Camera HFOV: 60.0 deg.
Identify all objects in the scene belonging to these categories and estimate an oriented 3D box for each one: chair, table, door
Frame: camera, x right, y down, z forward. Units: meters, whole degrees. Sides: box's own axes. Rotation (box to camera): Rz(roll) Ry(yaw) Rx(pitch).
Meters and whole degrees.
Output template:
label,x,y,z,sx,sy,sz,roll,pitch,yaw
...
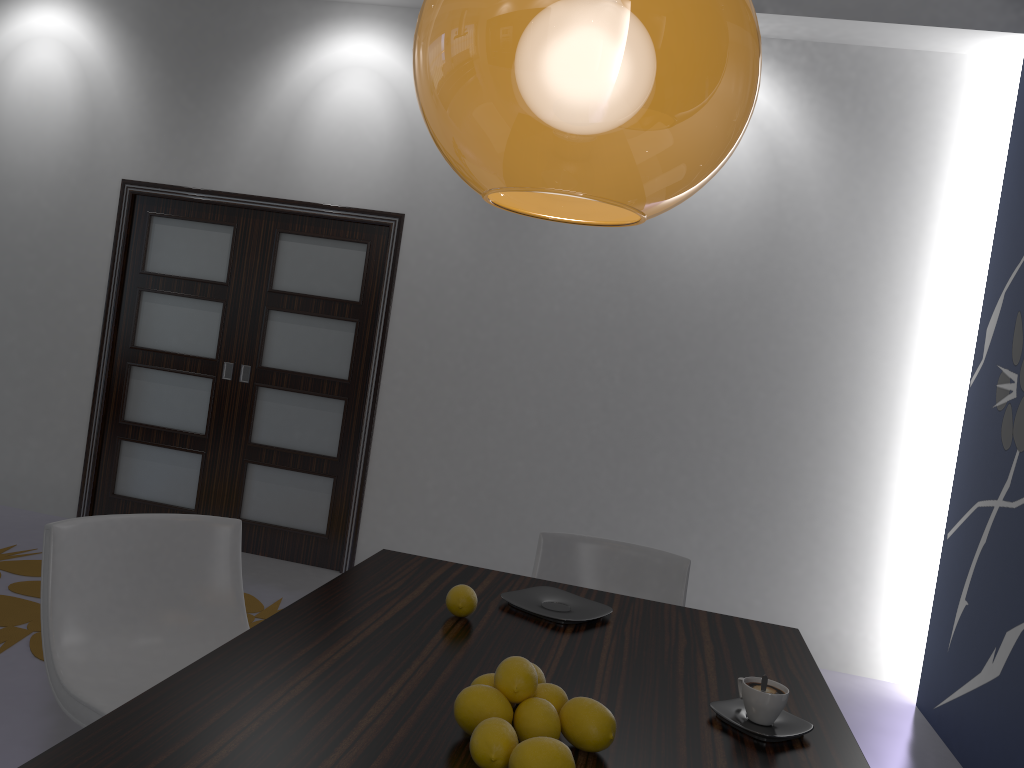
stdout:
label,x,y,z,sx,sy,sz,roll,pitch,yaw
chair,-0.857,0.777,2.185,0.508,0.805,0.620,7,3,-45
chair,0.244,0.924,2.734,0.508,0.805,0.620,9,2,10
table,-0.047,0.936,1.378,1.127,0.783,2.046,9,2,10
door,-1.593,-0.068,5.249,1.764,2.061,0.220,9,2,10

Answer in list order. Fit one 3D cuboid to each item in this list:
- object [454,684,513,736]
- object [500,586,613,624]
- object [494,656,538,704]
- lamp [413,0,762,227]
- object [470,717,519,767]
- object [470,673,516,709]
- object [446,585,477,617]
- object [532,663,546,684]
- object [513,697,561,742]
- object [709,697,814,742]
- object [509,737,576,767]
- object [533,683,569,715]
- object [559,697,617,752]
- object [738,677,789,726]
label,x,y,z,sx,sy,sz,roll,pitch,yaw
object,-0.043,0.501,1.353,0.094,0.080,0.076,9,2,11
object,0.106,0.531,2.121,0.232,0.020,0.232,10,2,38
object,0.007,0.467,1.398,0.070,0.068,0.083,9,2,14
lamp,0.200,-1.158,0.901,0.358,1.974,0.359,9,2,15
object,-0.025,0.513,1.259,0.070,0.068,0.083,9,2,14
object,-0.031,0.506,1.443,0.083,0.068,0.070,8,2,-21
object,-0.110,0.477,1.950,0.070,0.068,0.083,9,2,14
object,0.024,0.512,1.512,0.070,0.068,0.083,9,2,14
object,0.038,0.518,1.347,0.069,0.071,0.081,8,2,-13
object,0.442,0.598,1.578,0.154,0.020,0.154,7,2,-35
object,0.041,0.520,1.205,0.094,0.077,0.079,8,2,-16
object,0.052,0.519,1.429,0.083,0.068,0.070,8,2,-21
object,0.117,0.526,1.369,0.079,0.077,0.094,7,2,-36
object,0.438,0.566,1.583,0.101,0.064,0.081,10,2,35
